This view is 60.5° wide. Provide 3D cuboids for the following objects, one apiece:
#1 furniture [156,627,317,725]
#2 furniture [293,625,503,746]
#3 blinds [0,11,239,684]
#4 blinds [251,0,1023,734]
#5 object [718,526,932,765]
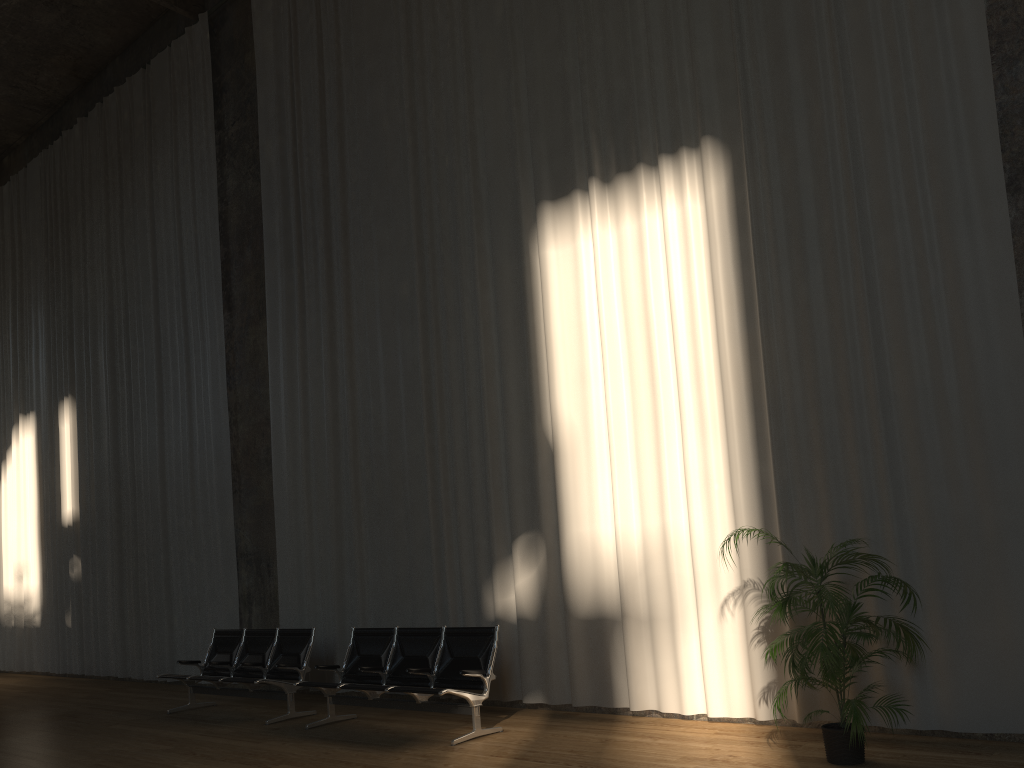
[{"bbox_3d":[-2.805,2.914,8.877,1.891,0.831,0.711,-13,-11,39],"label":"furniture"},{"bbox_3d":[-0.990,2.473,7.340,1.891,0.831,0.711,-13,-11,39],"label":"furniture"},{"bbox_3d":[-6.569,0.144,13.508,7.912,8.539,0.275,-11,-7,41],"label":"blinds"},{"bbox_3d":[0.000,-1.455,7.945,7.912,8.539,0.275,-11,-7,41],"label":"blinds"},{"bbox_3d":[1.900,1.562,5.365,1.138,1.438,1.099,-8,-8,31],"label":"object"}]
